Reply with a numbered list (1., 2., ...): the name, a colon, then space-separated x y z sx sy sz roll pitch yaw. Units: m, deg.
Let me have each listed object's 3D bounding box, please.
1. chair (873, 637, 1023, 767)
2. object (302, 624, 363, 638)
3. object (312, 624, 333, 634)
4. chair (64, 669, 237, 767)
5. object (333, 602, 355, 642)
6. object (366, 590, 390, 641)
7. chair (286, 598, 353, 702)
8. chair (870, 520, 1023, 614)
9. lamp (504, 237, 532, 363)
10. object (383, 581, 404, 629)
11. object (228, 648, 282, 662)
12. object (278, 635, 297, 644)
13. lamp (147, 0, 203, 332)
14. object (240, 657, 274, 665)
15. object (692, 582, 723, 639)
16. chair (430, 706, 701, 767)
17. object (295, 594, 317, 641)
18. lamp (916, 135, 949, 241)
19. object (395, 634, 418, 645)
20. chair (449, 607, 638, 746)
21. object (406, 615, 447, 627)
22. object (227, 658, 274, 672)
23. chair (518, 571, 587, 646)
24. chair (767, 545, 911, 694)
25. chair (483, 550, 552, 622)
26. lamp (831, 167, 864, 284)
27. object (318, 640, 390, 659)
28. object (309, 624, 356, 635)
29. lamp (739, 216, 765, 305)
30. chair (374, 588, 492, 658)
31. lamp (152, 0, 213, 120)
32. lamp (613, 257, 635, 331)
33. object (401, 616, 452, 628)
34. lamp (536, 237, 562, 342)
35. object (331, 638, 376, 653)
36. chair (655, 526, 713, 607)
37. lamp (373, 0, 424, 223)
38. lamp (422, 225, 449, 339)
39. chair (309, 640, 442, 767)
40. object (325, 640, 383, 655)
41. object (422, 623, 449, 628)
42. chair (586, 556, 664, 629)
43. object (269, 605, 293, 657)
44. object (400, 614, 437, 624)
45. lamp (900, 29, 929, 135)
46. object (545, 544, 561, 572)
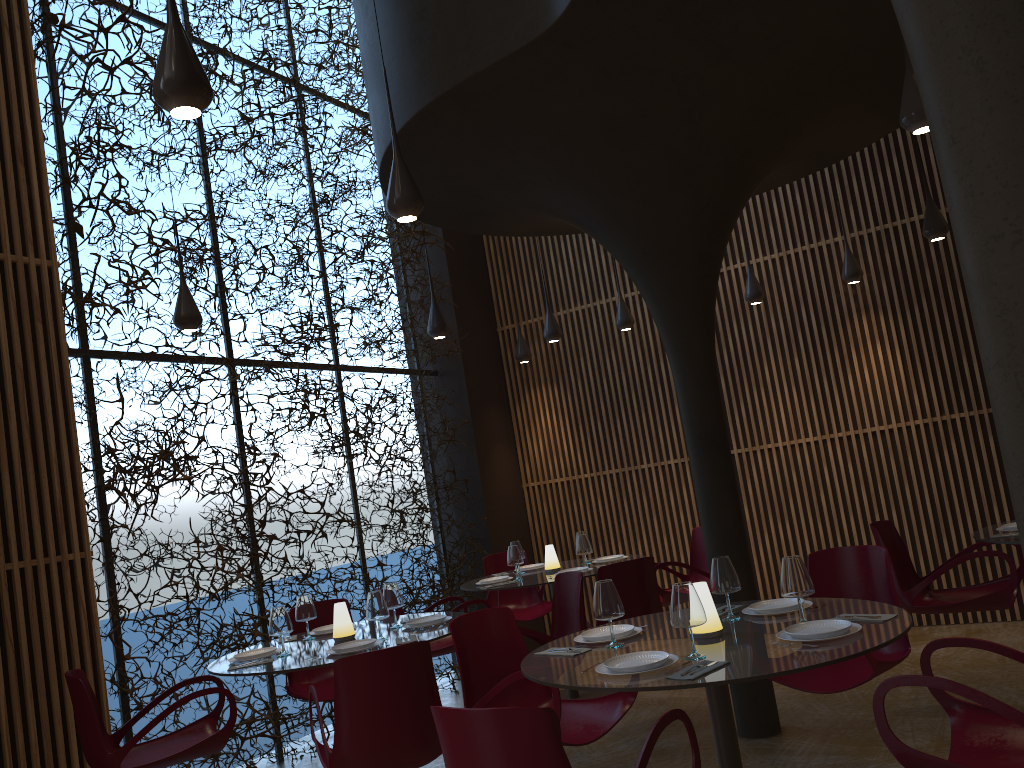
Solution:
1. chair: 1.787 1.042 3.077 0.875 0.634 0.624 -14 -8 39
2. object: -1.242 1.706 6.144 0.410 0.012 0.205 -7 -7 -18
3. object: -1.248 1.696 6.144 0.263 0.029 0.264 -6 -7 -23
4. chair: -2.108 1.920 5.205 0.871 0.634 0.627 -6 -7 -25
5. object: -1.084 1.514 5.658 0.142 0.231 0.145 -9 -6 -5
6. object: -0.812 1.404 5.367 0.142 0.294 0.142 -4 -8 -44
7. chair: -1.383 1.968 6.583 0.624 0.634 0.876 -7 -6 -15
8. chair: 2.919 1.202 5.944 0.875 0.634 0.625 -13 -7 34
9. lamp: -0.350 -3.330 10.531 0.195 6.261 0.196 -5 -6 -35
10. object: -0.782 1.455 5.839 0.142 0.294 0.142 -7 -6 -20
11. object: -1.584 1.680 5.480 0.332 0.014 0.332 -10 -7 11
12. object: -1.540 1.753 6.089 0.126 0.017 0.263 -7 -7 -14
13. lamp: -2.715 -3.445 6.384 0.195 6.261 0.196 -5 -6 -35
14. object: -1.586 1.683 5.484 0.204 0.012 0.412 -7 -7 -19
15. object: 0.846 0.998 3.925 0.142 0.231 0.145 -8 -6 -15
16. chair: 0.168 1.292 2.993 0.627 0.634 0.872 -13 -7 34
17. object: -1.382 1.565 5.952 0.142 0.294 0.142 -14 -7 41
18. lamp: 2.896 -4.230 7.344 0.195 6.261 0.196 -4 -7 -45
19. object: -0.619 1.499 5.192 0.126 0.017 0.263 -8 -7 -10
20. chair: 0.119 1.484 4.541 0.624 0.634 0.875 -3 -9 -45
21. object: -0.551 1.536 5.736 0.263 0.029 0.263 -12 -7 22
22. object: -1.526 1.643 5.184 0.261 0.017 0.127 -7 -7 -15
23. chair: 0.105 1.655 5.959 0.871 0.634 0.627 -7 -6 -20
24. chair: 1.727 1.252 4.756 0.627 0.634 0.872 -14 -8 39
25. chair: 0.049 2.005 8.821 0.624 0.634 0.876 -7 -6 -15
26. lamp: 2.763 -4.044 8.727 0.195 6.261 0.196 -5 -6 -35
27. object: -0.921 1.537 5.158 0.410 0.012 0.205 -7 -7 -14
28. object: -1.246 1.705 6.143 0.332 0.014 0.332 -12 -7 22
29. lamp: 1.910 -3.873 9.020 0.195 6.261 0.196 -4 -7 -45
30. chair: -0.676 1.957 7.443 0.871 0.634 0.627 -6 -7 -25
31. lamp: -1.598 -3.993 3.281 0.195 6.261 0.196 -8 -5 -15
32. lamp: 0.673 -3.634 9.354 0.196 6.261 0.196 -10 -5 15
33. object: -0.550 1.545 5.735 0.332 0.014 0.332 -12 -7 22
34. lamp: -0.065 -3.516 9.355 0.195 6.261 0.196 -5 -6 -35
35. object: -0.919 1.526 5.160 0.263 0.029 0.264 -8 -7 -10
36. chair: 1.537 1.692 8.197 0.871 0.634 0.627 -7 -6 -20
37. lamp: -1.024 -3.910 4.758 0.195 6.261 0.196 -8 -5 -15
38. lamp: -1.137 -3.488 8.146 0.195 6.261 0.196 -5 -6 -35
39. chair: -0.677 1.602 4.462 0.624 0.634 0.876 -7 -7 -20
40. object: -0.917 1.535 5.159 0.333 0.014 0.331 -14 -9 38
41. object: -0.547 1.545 5.731 0.204 0.012 0.412 -6 -7 -24
42. chair: 0.756 1.639 6.700 0.624 0.634 0.876 -7 -7 -20
43. object: -1.402 1.501 5.386 0.142 0.294 0.142 -12 -6 29
44. object: -0.626 1.599 6.024 0.261 0.017 0.127 -7 -7 -19
45. lamp: 1.539 -4.332 4.665 0.195 6.261 0.196 -7 -6 -25
46. object: 0.348 1.550 7.896 0.144 0.231 0.142 -10 -6 5
